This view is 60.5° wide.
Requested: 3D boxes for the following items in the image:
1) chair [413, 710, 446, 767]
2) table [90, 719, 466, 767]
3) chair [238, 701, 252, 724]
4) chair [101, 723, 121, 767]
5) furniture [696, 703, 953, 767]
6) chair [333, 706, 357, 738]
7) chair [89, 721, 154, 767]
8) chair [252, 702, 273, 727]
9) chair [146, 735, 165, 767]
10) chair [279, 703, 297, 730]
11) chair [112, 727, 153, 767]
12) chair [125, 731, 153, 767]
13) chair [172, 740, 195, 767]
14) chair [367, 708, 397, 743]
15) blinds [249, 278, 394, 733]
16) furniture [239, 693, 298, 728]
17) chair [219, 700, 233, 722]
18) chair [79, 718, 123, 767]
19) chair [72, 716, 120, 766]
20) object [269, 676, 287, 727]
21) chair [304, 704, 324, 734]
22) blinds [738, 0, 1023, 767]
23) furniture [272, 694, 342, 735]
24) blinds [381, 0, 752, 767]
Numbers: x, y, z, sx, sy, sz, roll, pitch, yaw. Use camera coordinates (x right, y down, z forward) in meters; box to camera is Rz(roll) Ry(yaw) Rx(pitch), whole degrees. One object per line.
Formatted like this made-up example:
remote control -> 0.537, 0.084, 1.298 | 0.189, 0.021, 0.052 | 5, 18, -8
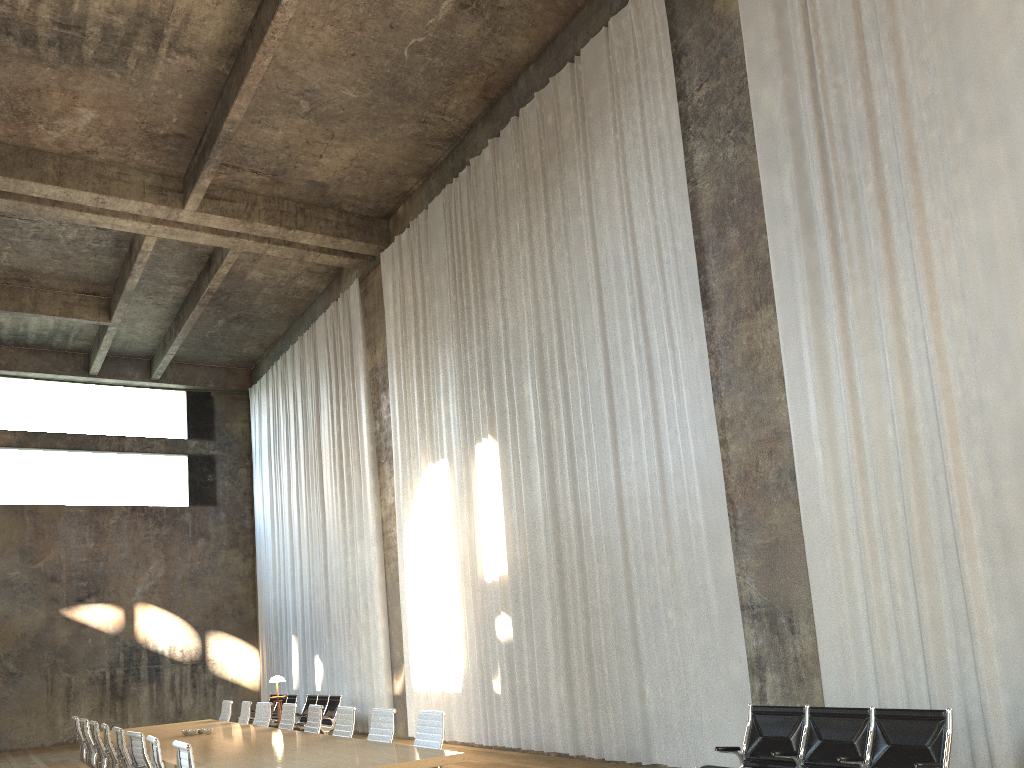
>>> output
chair -> -3.267, 2.861, 5.349 | 12.993, 1.007, 32.245 | 5, -19, -31
table -> -2.996, 4.037, 9.006 | 1.606, 0.740, 7.896 | 5, -19, -31
chair -> -3.682, 4.642, 11.331 | 0.699, 1.001, 0.682 | 0, -13, -24
chair -> -3.871, 3.981, 9.022 | 0.699, 1.001, 0.682 | 0, -13, -24
furniture -> 2.235, 2.822, 6.451 | 0.710, 0.821, 1.916 | 3, -17, -31
chair -> -1.804, 3.618, 8.359 | 0.699, 1.001, 0.681 | 1, -13, -27
chair -> -4.344, 4.239, 9.770 | 0.699, 1.001, 0.681 | 1, -13, -27
chair -> -3.234, 4.396, 10.616 | 0.701, 1.001, 0.680 | 3, -14, -33
chair -> -2.473, 3.214, 6.794 | 0.699, 1.001, 0.682 | 0, -13, -24
chair -> -2.736, 4.129, 9.844 | 0.699, 1.001, 0.681 | 1, -13, -27
chair -> -3.412, 3.727, 8.285 | 0.699, 1.001, 0.681 | 1, -13, -27
chair -> -2.929, 3.459, 7.504 | 0.701, 1.001, 0.680 | 3, -14, -33
chair -> -1.991, 2.969, 6.091 | 0.699, 1.001, 0.681 | 1, -13, -27
chair -> -1.322, 3.355, 7.594 | 0.700, 1.001, 0.681 | 2, -13, -29
blinds -> -4.600, 3.165, 19.459 | 0.275, 8.439, 8.008 | 1, -14, -33
furniture -> -4.939, 6.728, 17.782 | 0.710, 0.821, 1.916 | 3, -17, -31
chair -> -4.159, 4.888, 12.036 | 0.699, 1.001, 0.681 | 1, -13, -27
chair -> -4.826, 4.502, 10.535 | 0.700, 1.001, 0.681 | 2, -13, -29
chair -> -5.321, 4.775, 11.328 | 0.699, 1.001, 0.682 | 1, -13, -26
object -> -3.746, 5.228, 13.748 | 0.571, 1.266, 0.674 | -5, -11, 0
chair -> -2.277, 3.876, 9.107 | 0.699, 1.001, 0.682 | 0, -13, -24
blinds -> 4.466, -1.809, 5.008 | 0.275, 8.439, 8.013 | 1, -14, -31
furniture -> -3.689, 6.042, 15.789 | 0.710, 0.821, 1.916 | 3, -17, -31
blinds -> -0.060, 0.674, 12.222 | 0.275, 8.439, 8.013 | 1, -14, -31
